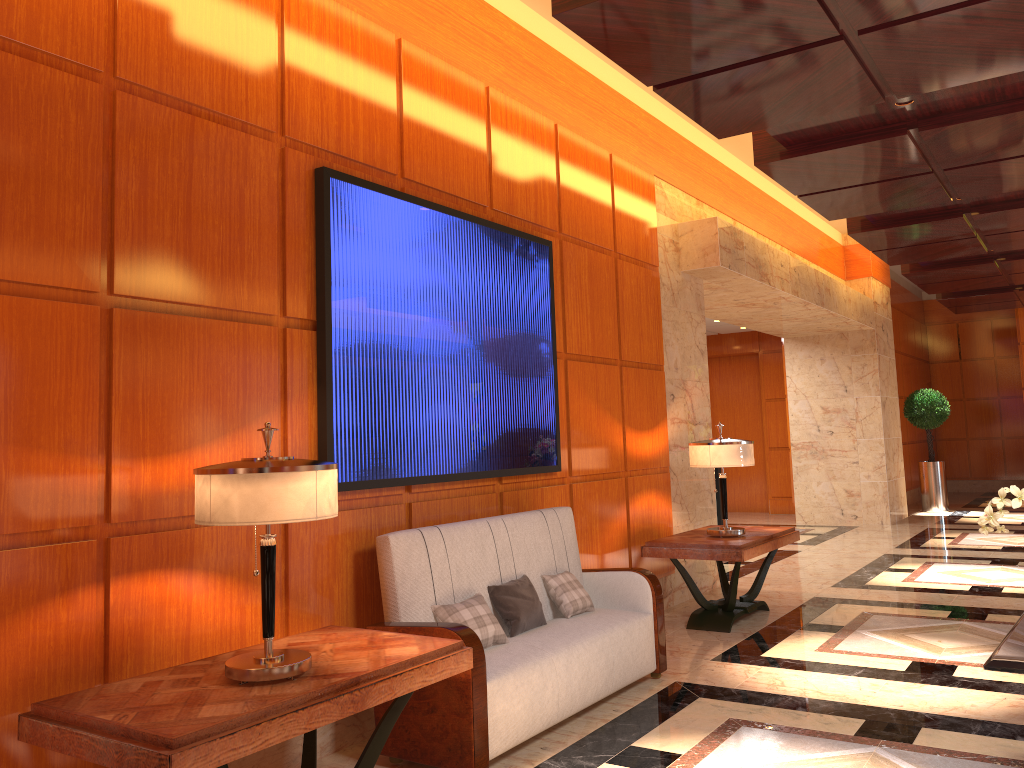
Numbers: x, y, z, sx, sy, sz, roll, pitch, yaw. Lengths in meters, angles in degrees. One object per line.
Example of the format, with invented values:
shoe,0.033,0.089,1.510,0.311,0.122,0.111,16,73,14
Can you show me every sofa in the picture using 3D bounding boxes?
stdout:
sofa,0.098,1.134,4.365,0.611,0.936,1.795,-6,-6,34

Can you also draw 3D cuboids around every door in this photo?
door,3.750,0.846,15.186,1.283,2.708,0.340,-6,-7,33

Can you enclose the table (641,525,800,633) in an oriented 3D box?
table,1.548,1.392,6.398,0.724,0.609,1.268,-5,-5,34

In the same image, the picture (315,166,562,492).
picture,-0.293,-0.217,4.747,0.056,1.458,1.993,-6,-6,33

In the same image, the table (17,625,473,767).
table,-0.785,1.241,2.891,0.724,0.609,1.268,-5,-5,34

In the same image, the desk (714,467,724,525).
desk,1.733,1.432,11.296,0.940,1.145,2.920,-5,-5,33

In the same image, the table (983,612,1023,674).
table,2.396,1.226,3.462,0.721,0.498,1.557,-5,-5,36

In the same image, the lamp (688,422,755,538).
lamp,1.506,0.677,6.323,0.457,0.813,0.458,-7,-7,42

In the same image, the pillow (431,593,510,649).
pillow,-0.188,1.091,4.013,0.194,0.228,0.343,-6,-6,38

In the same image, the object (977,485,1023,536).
object,2.264,0.670,3.453,0.788,0.620,0.416,-3,-5,11

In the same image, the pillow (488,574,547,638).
pillow,0.028,1.100,4.391,0.160,0.254,0.357,-5,-5,30

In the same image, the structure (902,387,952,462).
structure,6.702,0.910,14.233,0.721,1.719,0.719,-3,-6,11

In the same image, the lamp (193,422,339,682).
lamp,-0.790,0.520,2.873,0.459,0.797,0.457,-2,-6,-5

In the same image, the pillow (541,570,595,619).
pillow,0.305,1.128,4.742,0.202,0.230,0.273,-6,-6,36
